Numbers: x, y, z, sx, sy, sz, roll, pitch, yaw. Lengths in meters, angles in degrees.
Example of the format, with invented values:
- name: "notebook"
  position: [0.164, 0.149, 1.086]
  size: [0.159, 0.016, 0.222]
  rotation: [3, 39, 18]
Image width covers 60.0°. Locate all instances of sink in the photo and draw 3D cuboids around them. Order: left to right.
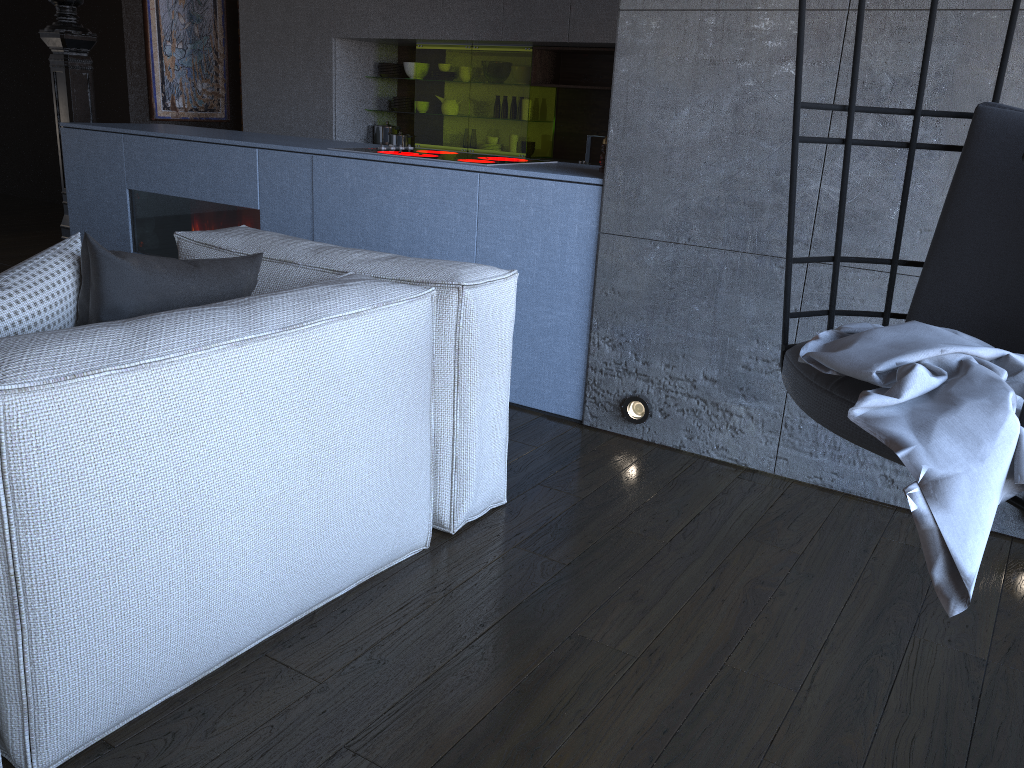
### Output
- name: "sink"
  position: [0.821, -1.364, 5.489]
  size: [0.826, 0.287, 0.381]
  rotation: [14, 20, 30]

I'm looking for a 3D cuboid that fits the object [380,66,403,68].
- name: "object"
  position: [-0.896, -2.337, 6.567]
  size: [0.180, 0.027, 0.180]
  rotation: [3, 18, 0]

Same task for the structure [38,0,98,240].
- name: "structure"
  position: [-3.157, -0.588, 0.786]
  size: [0.481, 2.398, 8.499]
  rotation: [7, 18, 12]

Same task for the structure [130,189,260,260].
- name: "structure"
  position: [-1.343, -0.691, 4.135]
  size: [0.943, 0.395, 0.331]
  rotation: [14, 20, 30]

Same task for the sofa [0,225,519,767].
- name: "sofa"
  position: [-2.009, -0.039, 2.166]
  size: [3.298, 0.699, 2.533]
  rotation: [14, 20, 29]

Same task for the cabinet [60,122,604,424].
- name: "cabinet"
  position: [-0.810, -0.629, 3.949]
  size: [2.958, 0.845, 0.606]
  rotation: [14, 20, 30]

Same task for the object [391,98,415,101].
- name: "object"
  position: [-0.803, -2.101, 6.572]
  size: [0.180, 0.027, 0.180]
  rotation: [3, 18, 0]

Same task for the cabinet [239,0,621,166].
- name: "cabinet"
  position: [-0.118, -1.766, 6.064]
  size: [4.171, 1.812, 0.712]
  rotation: [14, 21, 30]

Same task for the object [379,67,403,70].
- name: "object"
  position: [-0.896, -2.327, 6.570]
  size: [0.180, 0.027, 0.180]
  rotation: [3, 18, 0]

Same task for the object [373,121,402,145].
- name: "object"
  position: [-0.934, -1.874, 6.635]
  size: [0.193, 0.178, 0.208]
  rotation: [-2, 18, -16]

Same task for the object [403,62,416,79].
- name: "object"
  position: [-0.696, -2.278, 6.461]
  size: [0.191, 0.113, 0.191]
  rotation: [18, 22, 38]

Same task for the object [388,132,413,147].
- name: "object"
  position: [-0.812, -1.779, 6.464]
  size: [0.159, 0.117, 0.171]
  rotation: [-2, 18, -16]

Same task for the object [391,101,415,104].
- name: "object"
  position: [-0.804, -2.080, 6.579]
  size: [0.180, 0.027, 0.180]
  rotation: [3, 18, 0]

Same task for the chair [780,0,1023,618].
- name: "chair"
  position: [0.768, -0.895, 1.108]
  size: [0.682, 2.224, 0.800]
  rotation: [-1, 18, -13]

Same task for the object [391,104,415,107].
- name: "object"
  position: [-0.805, -2.060, 6.586]
  size: [0.180, 0.027, 0.180]
  rotation: [3, 18, 0]

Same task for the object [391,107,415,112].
- name: "object"
  position: [-0.806, -2.039, 6.592]
  size: [0.180, 0.027, 0.180]
  rotation: [3, 18, 0]

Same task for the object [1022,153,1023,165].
- name: "object"
  position: [0.435, 0.224, 0.440]
  size: [0.570, 1.474, 0.615]
  rotation: [-8, 21, -31]

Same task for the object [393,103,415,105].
- name: "object"
  position: [-0.805, -2.070, 6.582]
  size: [0.180, 0.027, 0.180]
  rotation: [3, 18, 0]

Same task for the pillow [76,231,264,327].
- name: "pillow"
  position: [-0.752, -0.137, 1.870]
  size: [0.238, 0.418, 0.538]
  rotation: [10, 19, 20]

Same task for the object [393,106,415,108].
- name: "object"
  position: [-0.806, -2.049, 6.589]
  size: [0.180, 0.027, 0.180]
  rotation: [3, 18, 0]

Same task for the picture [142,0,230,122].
- name: "picture"
  position: [-2.621, -2.880, 7.140]
  size: [0.067, 1.473, 0.779]
  rotation: [14, 21, 30]

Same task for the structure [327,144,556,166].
- name: "structure"
  position: [-0.275, -0.899, 3.531]
  size: [0.763, 0.057, 0.503]
  rotation: [14, 20, 30]

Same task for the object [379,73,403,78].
- name: "object"
  position: [-0.899, -2.286, 6.583]
  size: [0.180, 0.027, 0.180]
  rotation: [3, 18, 0]

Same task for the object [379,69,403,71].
- name: "object"
  position: [-0.897, -2.316, 6.573]
  size: [0.180, 0.027, 0.180]
  rotation: [3, 18, 0]

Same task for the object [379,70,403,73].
- name: "object"
  position: [-0.898, -2.306, 6.576]
  size: [0.180, 0.027, 0.180]
  rotation: [3, 18, 0]

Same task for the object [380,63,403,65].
- name: "object"
  position: [-0.895, -2.357, 6.560]
  size: [0.180, 0.027, 0.180]
  rotation: [3, 18, 0]

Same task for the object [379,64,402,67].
- name: "object"
  position: [-0.895, -2.347, 6.563]
  size: [0.180, 0.027, 0.180]
  rotation: [3, 18, 0]

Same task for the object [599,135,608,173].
- name: "object"
  position: [0.346, -0.841, 3.117]
  size: [0.058, 0.192, 0.080]
  rotation: [-2, 19, -17]

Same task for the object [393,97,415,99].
- name: "object"
  position: [-0.802, -2.110, 6.569]
  size: [0.180, 0.027, 0.180]
  rotation: [3, 18, 0]

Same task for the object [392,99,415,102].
- name: "object"
  position: [-0.803, -2.090, 6.576]
  size: [0.180, 0.027, 0.180]
  rotation: [3, 18, 0]

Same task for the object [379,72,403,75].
- name: "object"
  position: [-0.898, -2.296, 6.580]
  size: [0.180, 0.027, 0.180]
  rotation: [3, 18, 0]

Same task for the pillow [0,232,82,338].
- name: "pillow"
  position: [-0.954, -0.053, 1.612]
  size: [0.250, 0.403, 0.542]
  rotation: [8, 18, 13]
